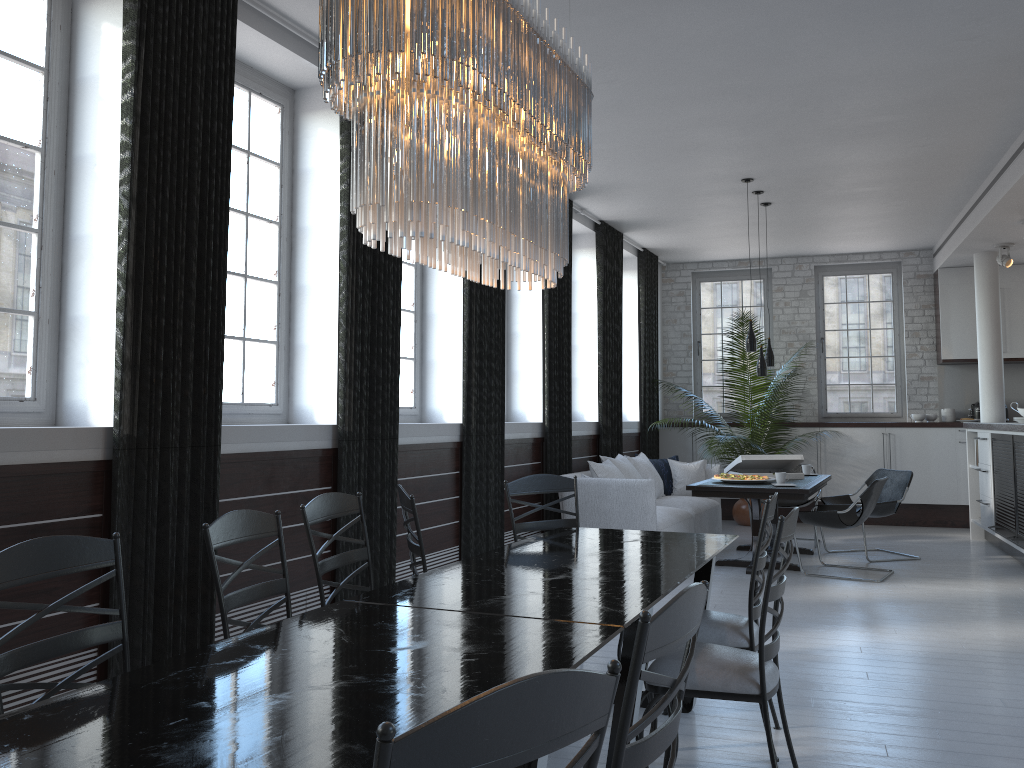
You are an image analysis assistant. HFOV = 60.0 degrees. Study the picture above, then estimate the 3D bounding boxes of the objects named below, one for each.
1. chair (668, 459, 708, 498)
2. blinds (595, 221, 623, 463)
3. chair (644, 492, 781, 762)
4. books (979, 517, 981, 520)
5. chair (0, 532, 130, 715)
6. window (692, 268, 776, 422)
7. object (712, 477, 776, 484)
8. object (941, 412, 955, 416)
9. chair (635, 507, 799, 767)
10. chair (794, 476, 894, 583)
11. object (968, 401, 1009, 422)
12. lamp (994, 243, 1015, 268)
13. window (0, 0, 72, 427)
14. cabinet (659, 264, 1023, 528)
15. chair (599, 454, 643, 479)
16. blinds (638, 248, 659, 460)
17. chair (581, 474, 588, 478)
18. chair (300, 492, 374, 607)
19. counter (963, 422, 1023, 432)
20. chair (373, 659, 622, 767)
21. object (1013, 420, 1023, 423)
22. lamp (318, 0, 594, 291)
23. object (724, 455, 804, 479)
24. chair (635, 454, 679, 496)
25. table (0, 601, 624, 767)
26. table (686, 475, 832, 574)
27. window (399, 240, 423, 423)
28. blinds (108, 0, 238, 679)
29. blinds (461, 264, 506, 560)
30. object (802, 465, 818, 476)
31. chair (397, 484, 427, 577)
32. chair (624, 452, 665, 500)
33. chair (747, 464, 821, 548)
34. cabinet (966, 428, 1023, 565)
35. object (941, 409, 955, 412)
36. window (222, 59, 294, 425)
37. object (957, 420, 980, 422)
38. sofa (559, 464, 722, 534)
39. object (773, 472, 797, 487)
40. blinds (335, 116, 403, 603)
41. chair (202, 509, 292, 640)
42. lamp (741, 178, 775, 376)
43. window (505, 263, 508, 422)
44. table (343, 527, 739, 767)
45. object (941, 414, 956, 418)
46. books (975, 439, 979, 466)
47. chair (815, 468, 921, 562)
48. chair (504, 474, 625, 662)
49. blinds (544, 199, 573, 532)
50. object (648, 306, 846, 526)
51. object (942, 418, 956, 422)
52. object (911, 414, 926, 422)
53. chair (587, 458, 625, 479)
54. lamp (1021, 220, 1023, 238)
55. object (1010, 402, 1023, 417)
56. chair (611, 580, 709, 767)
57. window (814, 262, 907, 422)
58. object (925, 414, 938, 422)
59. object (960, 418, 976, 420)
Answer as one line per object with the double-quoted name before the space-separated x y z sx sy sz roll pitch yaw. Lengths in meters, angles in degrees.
"chair" 1.840 0.993 9.184 0.457 0.439 0.219 1 -4 -12
"blinds" 1.070 -0.034 9.442 0.111 3.323 0.738 -2 -5 24
"chair" 0.800 0.912 3.504 0.503 0.967 0.495 -1 -4 18
"books" 4.847 1.214 8.838 0.293 0.325 0.471 -1 -3 16
"chair" -0.930 0.858 2.080 0.503 0.967 0.495 -2 -5 26
"window" 2.888 -0.500 11.584 1.033 1.997 0.132 -1 -5 18
"object" 1.967 0.819 7.518 0.532 0.042 0.531 -1 -2 15
"object" 5.180 0.361 10.518 0.153 0.063 0.153 2 -3 -42
"chair" 0.699 0.890 2.947 0.503 0.967 0.495 -2 -4 23
"chair" 2.678 1.139 7.172 0.664 0.780 0.669 -2 -4 33
"object" 5.535 0.299 10.304 0.414 0.292 0.278 -1 -4 18
"lamp" 4.999 -1.295 8.986 0.183 0.239 0.182 -2 -4 21
"window" -2.129 -0.832 3.332 0.133 1.997 1.031 -2 -5 24
"cabinet" 4.303 0.032 7.391 7.226 3.009 7.284 -1 -3 18
"chair" 1.101 0.923 8.389 0.392 0.507 0.596 -2 -4 25
"blinds" 1.695 0.022 10.887 0.102 3.324 0.621 -2 -5 24
"chair" 0.731 0.960 7.441 0.234 0.395 0.466 1 -3 -14
"chair" -0.491 0.909 3.394 0.503 0.967 0.495 -2 -4 22
"counter" 4.763 0.347 7.077 1.446 0.061 4.191 -1 -2 18
"chair" -0.180 0.819 1.113 0.503 0.967 0.495 -4 -5 42
"object" 5.178 0.376 8.887 0.261 0.028 0.261 0 -2 7
"lamp" -0.107 -1.150 2.662 0.440 1.630 1.270 -2 -4 23
"object" 2.328 0.755 8.209 0.591 0.216 0.586 0 -3 -3
"chair" 1.506 0.970 9.229 0.624 0.500 0.333 2 -4 -32
"table" -0.499 0.961 1.567 0.890 0.698 1.992 -1 -3 23
"table" 2.253 1.203 7.870 0.958 0.705 1.914 -1 -3 25
"window" -0.875 -0.723 6.139 0.133 1.997 1.031 -2 -5 24
"blinds" -1.443 -0.252 3.820 0.111 3.323 0.603 -2 -5 24
"blinds" -0.206 -0.143 6.636 0.102 3.324 0.621 -2 -5 24
"object" 2.816 0.823 8.466 0.204 0.099 0.175 -1 -3 23
"chair" -0.265 0.931 3.964 0.503 0.967 0.495 1 -4 -15
"chair" 1.308 0.919 8.828 0.374 0.466 0.564 -2 -4 25
"chair" 2.750 1.207 8.889 0.670 0.780 0.663 -2 -4 23
"cabinet" 4.760 0.935 7.021 1.500 1.174 4.161 -1 -3 18
"object" 5.180 0.329 10.523 0.153 0.075 0.153 1 -3 -14
"window" -1.505 -0.777 4.733 0.133 1.997 1.031 -2 -5 24
"object" 5.236 0.426 10.157 0.261 0.028 0.261 0 -2 6
"sofa" 1.263 1.186 8.287 0.920 0.773 2.651 -2 -3 25
"object" 2.199 0.775 7.188 0.176 0.097 0.301 0 -2 8
"blinds" -0.827 -0.198 5.229 0.087 3.323 0.621 -2 -5 24
"chair" -0.643 0.877 2.725 0.503 0.958 0.489 -1 -4 17
"lamp" 2.248 -0.995 8.050 0.114 1.858 1.053 -2 -5 25
"window" -0.247 -0.668 7.543 0.133 1.997 1.031 -2 -5 24
"table" 0.277 1.032 3.406 0.890 0.698 1.992 -1 -3 23
"object" 5.181 0.391 10.516 0.154 0.074 0.152 -1 -3 21
"books" 4.807 0.663 8.876 0.253 0.324 0.508 -1 -3 18
"chair" 3.239 1.173 8.053 0.664 0.780 0.669 1 -4 -17
"chair" 0.252 0.948 4.426 0.496 0.967 0.502 1 -4 -19
"blinds" 0.426 -0.090 8.008 0.099 3.323 0.622 -2 -5 24
"object" 2.615 0.377 10.500 2.399 2.630 1.918 2 -4 -24
"object" 5.184 0.427 10.515 0.153 0.056 0.153 1 -3 -29
"object" 4.785 0.404 10.426 0.156 0.093 0.156 -1 -3 17
"chair" 0.908 0.900 7.958 0.360 0.438 0.528 -2 -4 26
"lamp" 4.638 -1.338 7.884 0.183 0.239 0.182 -2 -4 21
"object" 5.160 0.268 8.914 0.130 0.173 0.268 3 -4 -42
"chair" 0.083 0.838 1.599 0.503 0.967 0.495 -2 -4 26
"window" 6.192 -0.680 15.260 8.133 6.087 9.126 -1 -3 18
"object" 4.947 0.406 10.471 0.156 0.093 0.156 0 -3 -1
"object" 5.231 0.411 10.163 0.136 0.044 0.138 1 -3 -20
